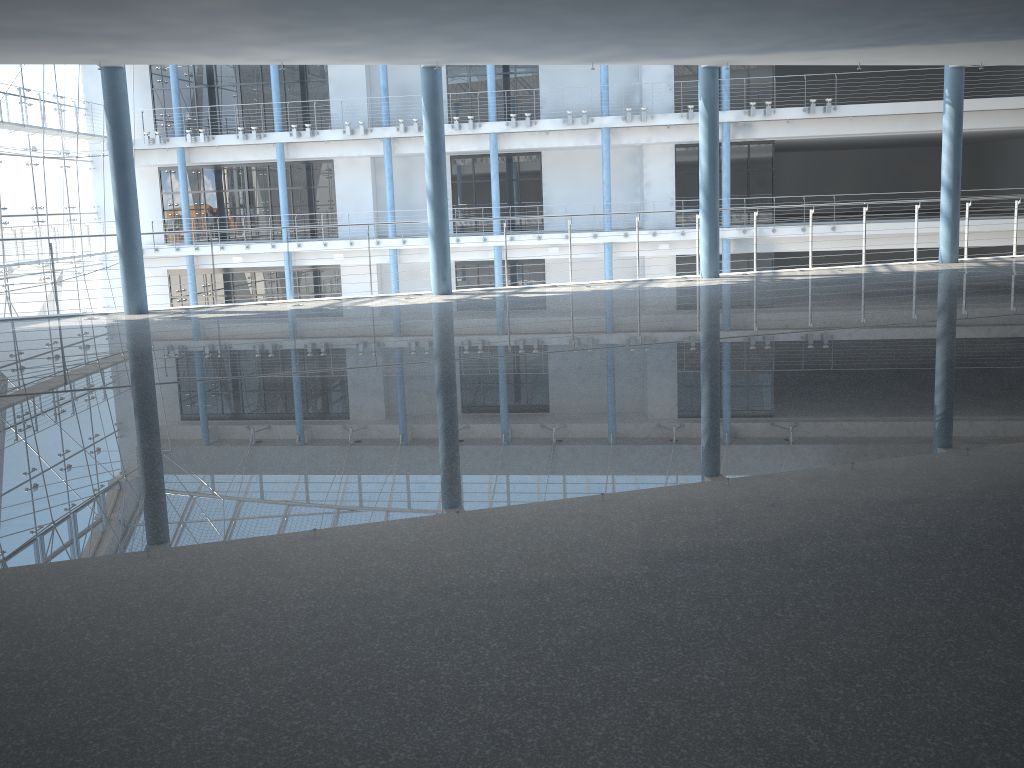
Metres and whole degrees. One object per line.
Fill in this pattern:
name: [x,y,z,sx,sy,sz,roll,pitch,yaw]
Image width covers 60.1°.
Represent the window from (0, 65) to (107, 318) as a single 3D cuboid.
window: [-2.040,-0.648,2.611,0.010,2.744,3.893,-2,11,2]
